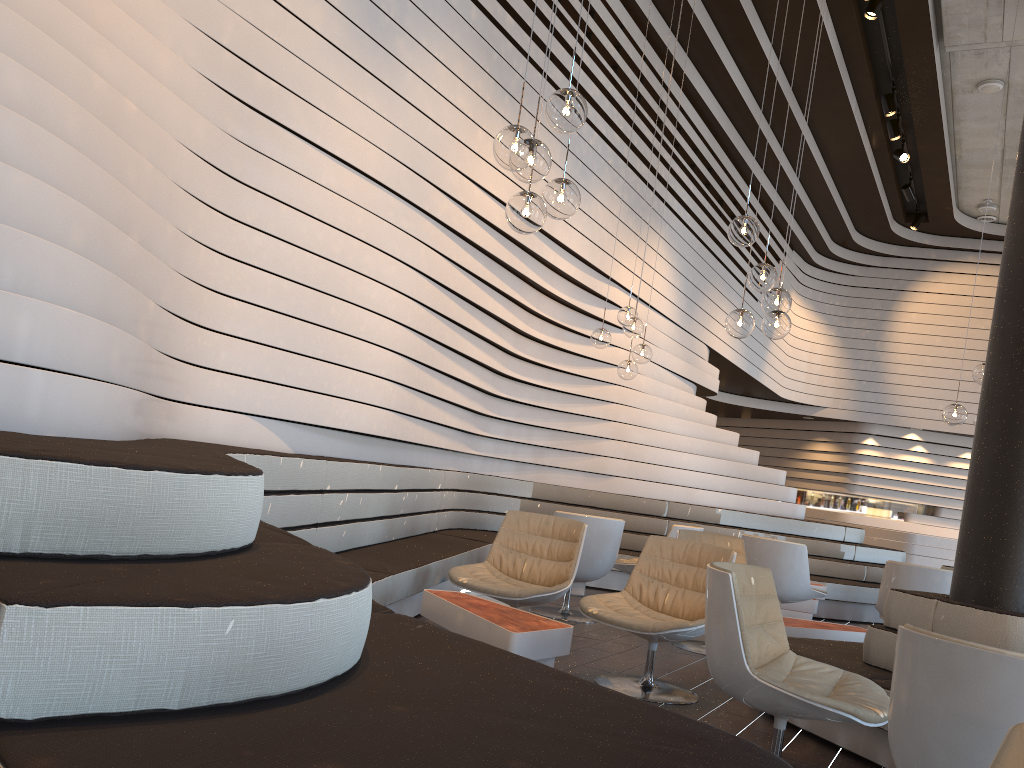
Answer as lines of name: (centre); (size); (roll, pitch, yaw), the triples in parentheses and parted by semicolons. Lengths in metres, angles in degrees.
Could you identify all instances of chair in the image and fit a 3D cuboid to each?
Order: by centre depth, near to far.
chair: (0.585, 0.804, 0.911); (0.712, 0.766, 0.657); (9, -2, -24)
chair: (1.280, 1.033, 2.230); (0.713, 0.766, 0.656); (10, -3, -43)
chair: (1.027, 1.094, 3.256); (0.709, 0.766, 0.659); (7, -2, 32)
chair: (0.731, 1.167, 4.466); (0.712, 0.766, 0.656); (10, -3, -41)
chair: (0.031, 1.110, 4.947); (0.655, 0.766, 0.713); (7, -2, 36)
chair: (1.398, 1.404, 5.901); (0.657, 0.766, 0.711); (9, -2, -21)
chair: (2.881, 1.649, 6.179); (0.655, 0.766, 0.713); (7, -2, 29)
chair: (0.440, 1.319, 6.487); (0.657, 0.766, 0.711); (9, -2, -17)
chair: (2.141, 1.628, 7.092); (0.656, 0.766, 0.713); (7, -3, 45)
chair: (1.152, 1.494, 7.214); (0.709, 0.766, 0.659); (7, -2, 28)

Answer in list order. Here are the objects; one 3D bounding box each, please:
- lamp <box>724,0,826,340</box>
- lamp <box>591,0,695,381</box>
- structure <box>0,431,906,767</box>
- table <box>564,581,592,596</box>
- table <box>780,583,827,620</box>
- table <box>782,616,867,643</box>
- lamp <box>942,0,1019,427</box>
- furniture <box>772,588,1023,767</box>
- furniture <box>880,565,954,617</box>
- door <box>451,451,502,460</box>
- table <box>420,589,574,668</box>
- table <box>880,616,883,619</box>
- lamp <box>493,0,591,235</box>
lamp: (1.693, -2.596, 4.952); (0.309, 4.742, 0.663); (9, 1, 37)
lamp: (1.214, -2.377, 7.093); (0.532, 4.715, 0.332); (8, 1, -9)
structure: (-0.607, 0.847, 4.030); (5.766, 0.926, 18.292); (6, -6, 25)
table: (0.325, 1.614, 7.664); (0.907, 0.370, 0.414); (10, -3, -24)
table: (2.363, 1.939, 7.919); (0.905, 0.370, 0.415); (8, -3, 1)
table: (1.646, 1.566, 5.131); (0.907, 0.370, 0.414); (10, -3, -24)
lamp: (5.121, -1.225, 12.011); (9.023, 4.610, 42.101); (6, -6, 29)
furniture: (1.836, 1.310, 4.008); (1.274, 0.721, 1.778); (8, -5, -1)
furniture: (4.204, 1.998, 7.534); (1.775, 0.722, 1.276); (11, -4, -26)
door: (-0.397, 0.958, 11.001); (0.969, 2.106, 0.163); (8, 1, 29)
table: (-0.066, 1.200, 3.953); (0.414, 0.370, 0.907); (10, -5, -29)
table: (3.311, 1.973, 6.817); (0.905, 0.370, 0.415); (6, -4, 31)
lamp: (0.441, -2.912, 3.496); (0.293, 4.676, 0.545); (9, 1, 24)
